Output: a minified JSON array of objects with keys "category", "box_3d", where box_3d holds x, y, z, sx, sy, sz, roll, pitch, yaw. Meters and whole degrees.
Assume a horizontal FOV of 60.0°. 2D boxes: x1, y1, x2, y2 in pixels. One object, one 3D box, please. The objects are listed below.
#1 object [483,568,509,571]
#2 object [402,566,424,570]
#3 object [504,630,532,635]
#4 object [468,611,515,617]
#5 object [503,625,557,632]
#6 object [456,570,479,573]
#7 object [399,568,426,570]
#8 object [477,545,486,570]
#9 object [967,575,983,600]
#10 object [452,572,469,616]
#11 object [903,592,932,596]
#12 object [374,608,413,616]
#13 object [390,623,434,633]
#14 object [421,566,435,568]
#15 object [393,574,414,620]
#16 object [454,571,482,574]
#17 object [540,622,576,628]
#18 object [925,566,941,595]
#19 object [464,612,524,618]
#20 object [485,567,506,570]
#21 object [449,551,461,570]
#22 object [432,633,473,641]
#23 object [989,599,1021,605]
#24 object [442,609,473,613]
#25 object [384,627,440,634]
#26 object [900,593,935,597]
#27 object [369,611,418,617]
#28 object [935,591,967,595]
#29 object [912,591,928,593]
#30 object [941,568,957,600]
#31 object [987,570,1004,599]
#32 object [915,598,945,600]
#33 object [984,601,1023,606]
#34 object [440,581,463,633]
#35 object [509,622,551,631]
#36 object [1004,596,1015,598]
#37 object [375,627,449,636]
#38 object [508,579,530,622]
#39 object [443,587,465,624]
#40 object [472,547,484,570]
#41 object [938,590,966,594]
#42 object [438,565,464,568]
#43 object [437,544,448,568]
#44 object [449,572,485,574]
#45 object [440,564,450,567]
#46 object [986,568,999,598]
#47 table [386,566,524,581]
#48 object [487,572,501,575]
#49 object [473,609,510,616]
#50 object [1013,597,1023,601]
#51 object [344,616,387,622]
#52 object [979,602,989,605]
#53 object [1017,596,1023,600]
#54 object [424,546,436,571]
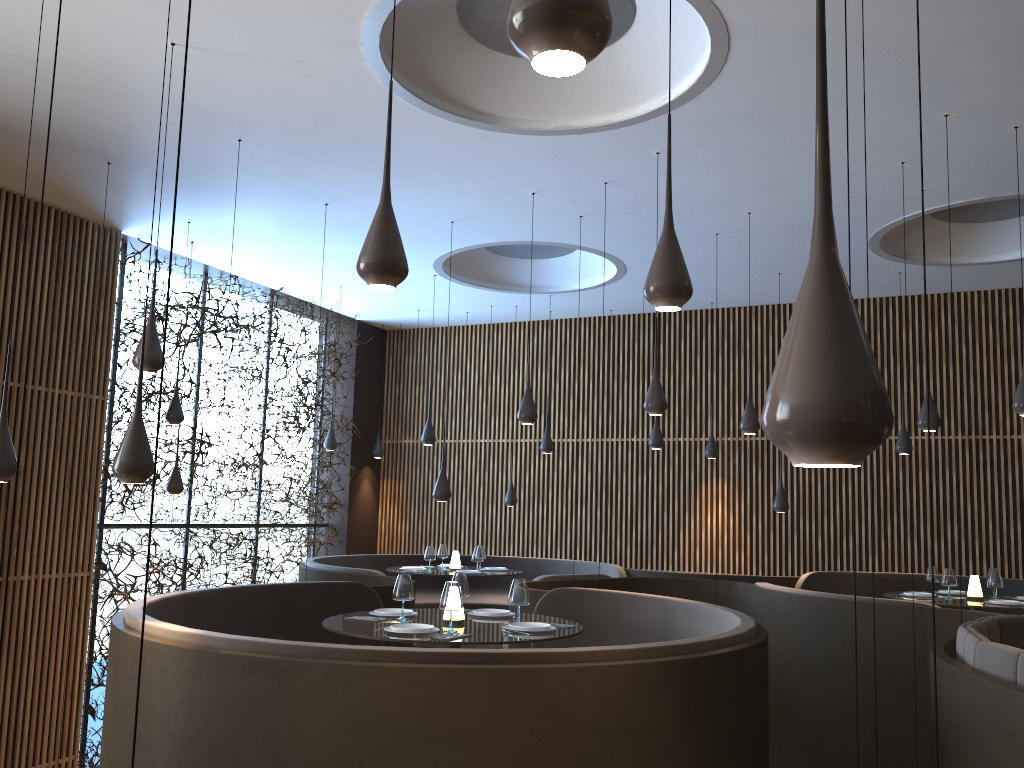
[{"category":"object","box_3d":[-0.204,2.304,11.002,0.332,0.014,0.333,0,-8,9]},{"category":"object","box_3d":[-1.187,2.215,10.650,0.263,0.029,0.264,6,-9,-30]},{"category":"object","box_3d":[0.109,1.520,5.503,0.204,0.012,0.412,-2,-9,25]},{"category":"object","box_3d":[-0.144,1.613,6.211,0.332,0.014,0.332,-6,-11,41]},{"category":"object","box_3d":[0.111,1.519,5.507,0.332,0.014,0.333,-4,-10,33]},{"category":"object","box_3d":[-0.518,2.187,10.325,0.263,0.029,0.264,-3,-9,29]},{"category":"object","box_3d":[-1.188,2.224,10.649,0.332,0.014,0.333,-2,-9,21]},{"category":"object","box_3d":[-0.398,2.180,11.141,0.142,0.294,0.142,5,-8,-22]},{"category":"object","box_3d":[4.595,2.016,8.802,0.142,0.231,0.145,0,-7,16]},{"category":"object","box_3d":[-0.367,1.464,6.178,0.142,0.294,0.142,8,-10,-44]},{"category":"object","box_3d":[4.072,2.112,8.896,0.263,0.029,0.264,-3,-10,30]},{"category":"object","box_3d":[-0.809,1.563,6.063,0.263,0.029,0.264,3,-8,-9]},{"category":"object","box_3d":[-0.594,1.456,5.275,0.263,0.029,0.264,-5,-10,38]},{"category":"object","box_3d":[-1.076,2.325,11.274,0.126,0.017,0.262,5,-9,-20]},{"category":"object","box_3d":[-0.718,1.409,5.862,0.142,0.294,0.142,3,-7,-9]},{"category":"object","box_3d":[-0.519,2.197,10.324,0.332,0.014,0.333,0,-8,10]},{"category":"object","box_3d":[0.276,1.567,5.757,0.262,0.017,0.127,-3,-9,30]},{"category":"object","box_3d":[4.350,2.030,9.162,0.142,0.294,0.142,6,-9,-34]},{"category":"object","box_3d":[-0.140,1.614,6.209,0.411,0.012,0.205,-3,-10,31]},{"category":"object","box_3d":[-0.204,2.294,11.003,0.263,0.029,0.264,0,-8,12]},{"category":"object","box_3d":[-0.691,2.161,10.852,0.142,0.231,0.145,1,-7,4]},{"category":"object","box_3d":[-0.346,1.455,5.101,0.126,0.017,0.262,-3,-10,31]},{"category":"object","box_3d":[4.592,2.036,8.263,0.263,0.029,0.264,0,-8,14]},{"category":"object","box_3d":[-0.380,1.641,6.398,0.126,0.017,0.262,-4,-10,35]},{"category":"object","box_3d":[-0.594,1.465,5.274,0.332,0.014,0.333,2,-8,0]},{"category":"object","box_3d":[4.072,2.122,8.895,0.332,0.014,0.333,0,-8,11]},{"category":"object","box_3d":[-0.810,1.573,6.061,0.332,0.014,0.333,-4,-10,32]},{"category":"object","box_3d":[4.618,2.196,9.302,0.332,0.014,0.332,6,-9,-27]},{"category":"object","box_3d":[4.325,2.206,9.377,0.126,0.017,0.263,0,-8,11]},{"category":"object","box_3d":[4.281,1.959,8.682,0.142,0.294,0.142,0,-7,12]},{"category":"object","box_3d":[4.693,1.960,8.604,0.142,0.294,0.142,7,-9,-38]},{"category":"object","box_3d":[4.046,2.085,8.595,0.262,0.017,0.127,1,-8,2]},{"category":"object","box_3d":[4.591,2.045,8.262,0.332,0.014,0.332,7,-10,-34]},{"category":"object","box_3d":[-0.367,1.345,5.354,0.142,0.294,0.142,3,-7,-14]},{"category":"object","box_3d":[0.111,1.509,5.509,0.263,0.029,0.264,-5,-11,39]},{"category":"object","box_3d":[5.186,2.184,9.057,0.262,0.017,0.127,1,-8,6]},{"category":"object","box_3d":[-0.599,1.466,5.276,0.411,0.012,0.205,-3,-9,27]},{"category":"object","box_3d":[0.043,1.413,5.744,0.142,0.294,0.142,2,-7,-5]},{"category":"object","box_3d":[-0.375,1.436,5.767,0.142,0.231,0.145,-4,-9,39]},{"category":"object","box_3d":[-0.410,2.094,10.547,0.142,0.294,0.142,-1,-7,17]},{"category":"object","box_3d":[4.618,2.187,9.303,0.263,0.029,0.263,6,-9,-30]},{"category":"object","box_3d":[-0.786,2.338,11.359,0.332,0.014,0.333,-2,-9,22]},{"category":"object","box_3d":[-0.871,2.170,11.161,0.142,0.294,0.142,-2,-8,24]},{"category":"object","box_3d":[-0.523,2.198,10.322,0.411,0.012,0.205,5,-9,-20]},{"category":"object","box_3d":[-0.786,2.329,11.360,0.263,0.029,0.264,-1,-9,16]},{"category":"object","box_3d":[4.940,2.037,9.088,0.142,0.294,0.142,6,-8,-29]},{"category":"table","box_3d":[-0.709,2.783,10.779,1.673,1.021,1.677,4,-8,-15]},{"category":"object","box_3d":[-0.223,2.221,10.386,0.126,0.017,0.262,4,-9,-15]},{"category":"object","box_3d":[-0.144,1.604,6.212,0.263,0.029,0.264,-1,-9,19]},{"category":"object","box_3d":[5.138,2.133,8.761,0.332,0.014,0.333,0,-8,9]},{"category":"object","box_3d":[-0.956,1.538,5.798,0.262,0.017,0.127,-2,-9,25]},{"category":"object","box_3d":[4.587,2.046,8.262,0.410,0.012,0.205,1,-8,3]},{"category":"object","box_3d":[5.139,2.124,8.762,0.263,0.029,0.264,-3,-9,28]},{"category":"object","box_3d":[-0.978,2.079,10.555,0.142,0.294,0.142,-1,-7,19]}]
